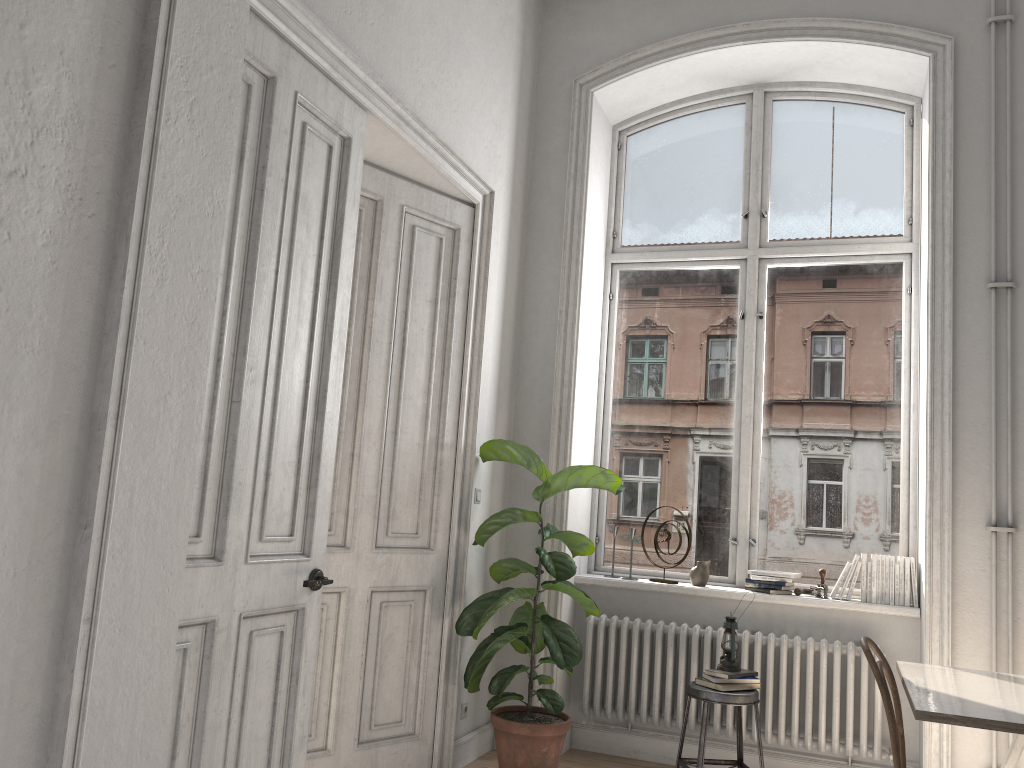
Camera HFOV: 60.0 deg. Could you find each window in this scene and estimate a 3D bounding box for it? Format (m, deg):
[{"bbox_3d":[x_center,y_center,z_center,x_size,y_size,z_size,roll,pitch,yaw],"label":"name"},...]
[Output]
[{"bbox_3d":[1.397,-0.306,5.175,1.622,2.840,0.013,1,-8,21],"label":"window"}]

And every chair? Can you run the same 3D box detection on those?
[{"bbox_3d":[0.988,1.700,4.187,0.364,0.522,0.360,5,-8,-5],"label":"chair"},{"bbox_3d":[1.489,1.378,3.065,0.549,0.919,0.438,0,-9,29],"label":"chair"}]

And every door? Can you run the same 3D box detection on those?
[{"bbox_3d":[-0.892,0.223,2.865,0.216,2.811,1.098,1,-8,22],"label":"door"},{"bbox_3d":[-0.643,0.400,4.001,1.098,2.811,0.216,11,-10,-44],"label":"door"}]

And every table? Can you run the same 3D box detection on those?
[{"bbox_3d":[2.405,1.465,2.732,2.200,0.779,1.101,1,-8,21],"label":"table"}]

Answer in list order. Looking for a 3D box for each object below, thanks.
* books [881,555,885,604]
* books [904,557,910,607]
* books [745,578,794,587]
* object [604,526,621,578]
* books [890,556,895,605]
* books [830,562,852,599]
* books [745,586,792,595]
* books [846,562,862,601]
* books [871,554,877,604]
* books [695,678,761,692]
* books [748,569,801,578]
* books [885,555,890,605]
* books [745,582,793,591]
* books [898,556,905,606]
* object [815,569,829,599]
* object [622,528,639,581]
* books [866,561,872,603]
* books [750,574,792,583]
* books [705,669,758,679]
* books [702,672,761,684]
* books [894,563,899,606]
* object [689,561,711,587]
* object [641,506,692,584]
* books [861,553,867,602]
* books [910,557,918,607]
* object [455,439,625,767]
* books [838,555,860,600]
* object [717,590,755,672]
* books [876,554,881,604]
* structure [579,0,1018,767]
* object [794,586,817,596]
[{"bbox_3d":[1.924,1.013,4.608,0.019,0.243,0.175,1,-8,21],"label":"books"},{"bbox_3d":[2.025,1.012,4.553,0.024,0.243,0.175,1,-8,21],"label":"books"},{"bbox_3d":[1.388,1.065,4.767,0.221,0.023,0.147,-2,-10,36],"label":"books"},{"bbox_3d":[0.587,0.968,5.113,0.095,0.288,0.095,10,-9,-37],"label":"object"},{"bbox_3d":[1.958,1.011,4.577,0.019,0.243,0.175,1,-8,21],"label":"books"},{"bbox_3d":[1.730,1.030,4.664,0.105,0.194,0.155,1,-8,20],"label":"books"},{"bbox_3d":[1.378,1.109,4.769,0.147,0.023,0.221,7,-8,-20],"label":"books"},{"bbox_3d":[1.789,1.028,4.639,0.072,0.203,0.155,1,-8,21],"label":"books"},{"bbox_3d":[1.876,1.008,4.598,0.024,0.243,0.175,1,-8,21],"label":"books"},{"bbox_3d":[1.034,1.434,4.248,0.246,0.034,0.194,8,-9,-28],"label":"books"},{"bbox_3d":[1.414,1.021,4.773,0.244,0.019,0.175,-1,-9,31],"label":"books"},{"bbox_3d":[1.946,1.014,4.604,0.024,0.243,0.175,1,-8,21],"label":"books"},{"bbox_3d":[1.384,1.086,4.766,0.205,0.022,0.155,-3,-11,41],"label":"books"},{"bbox_3d":[2.008,1.015,4.581,0.024,0.243,0.175,1,-8,21],"label":"books"},{"bbox_3d":[1.621,1.041,4.629,0.048,0.153,0.088,5,-8,-9],"label":"object"},{"bbox_3d":[0.676,0.961,5.018,0.095,0.288,0.095,-3,-10,43],"label":"object"},{"bbox_3d":[1.858,1.028,4.613,0.020,0.205,0.155,1,-8,21],"label":"books"},{"bbox_3d":[1.387,1.042,4.758,0.205,0.020,0.155,2,-8,11],"label":"books"},{"bbox_3d":[1.052,1.387,4.253,0.221,0.027,0.147,10,-10,-36],"label":"books"},{"bbox_3d":[1.048,1.409,4.250,0.232,0.029,0.163,5,-8,-8],"label":"books"},{"bbox_3d":[1.978,1.030,4.567,0.020,0.205,0.155,1,-8,21],"label":"books"},{"bbox_3d":[1.035,1.041,4.888,0.100,0.142,0.102,5,-8,-4],"label":"object"},{"bbox_3d":[0.866,0.900,4.979,0.087,0.424,0.347,10,-9,-36],"label":"object"},{"bbox_3d":[1.842,1.012,4.644,0.024,0.243,0.175,1,-8,21],"label":"books"},{"bbox_3d":[2.053,1.012,4.540,0.040,0.244,0.175,1,-8,21],"label":"books"},{"bbox_3d":[2.418,1.004,3.263,5.827,1.840,0.793,0,-9,26],"label":"object"},{"bbox_3d":[1.766,1.011,4.649,0.100,0.234,0.175,1,-8,21],"label":"books"},{"bbox_3d":[1.086,1.191,4.302,0.163,0.383,0.154,5,-8,-5],"label":"object"},{"bbox_3d":[1.900,1.010,4.599,0.019,0.243,0.175,1,-8,21],"label":"books"},{"bbox_3d":[2.913,-0.167,4.141,5.181,4.469,0.340,1,-8,21],"label":"structure"},{"bbox_3d":[1.557,1.099,4.704,0.153,0.048,0.088,8,-9,-29],"label":"object"}]
